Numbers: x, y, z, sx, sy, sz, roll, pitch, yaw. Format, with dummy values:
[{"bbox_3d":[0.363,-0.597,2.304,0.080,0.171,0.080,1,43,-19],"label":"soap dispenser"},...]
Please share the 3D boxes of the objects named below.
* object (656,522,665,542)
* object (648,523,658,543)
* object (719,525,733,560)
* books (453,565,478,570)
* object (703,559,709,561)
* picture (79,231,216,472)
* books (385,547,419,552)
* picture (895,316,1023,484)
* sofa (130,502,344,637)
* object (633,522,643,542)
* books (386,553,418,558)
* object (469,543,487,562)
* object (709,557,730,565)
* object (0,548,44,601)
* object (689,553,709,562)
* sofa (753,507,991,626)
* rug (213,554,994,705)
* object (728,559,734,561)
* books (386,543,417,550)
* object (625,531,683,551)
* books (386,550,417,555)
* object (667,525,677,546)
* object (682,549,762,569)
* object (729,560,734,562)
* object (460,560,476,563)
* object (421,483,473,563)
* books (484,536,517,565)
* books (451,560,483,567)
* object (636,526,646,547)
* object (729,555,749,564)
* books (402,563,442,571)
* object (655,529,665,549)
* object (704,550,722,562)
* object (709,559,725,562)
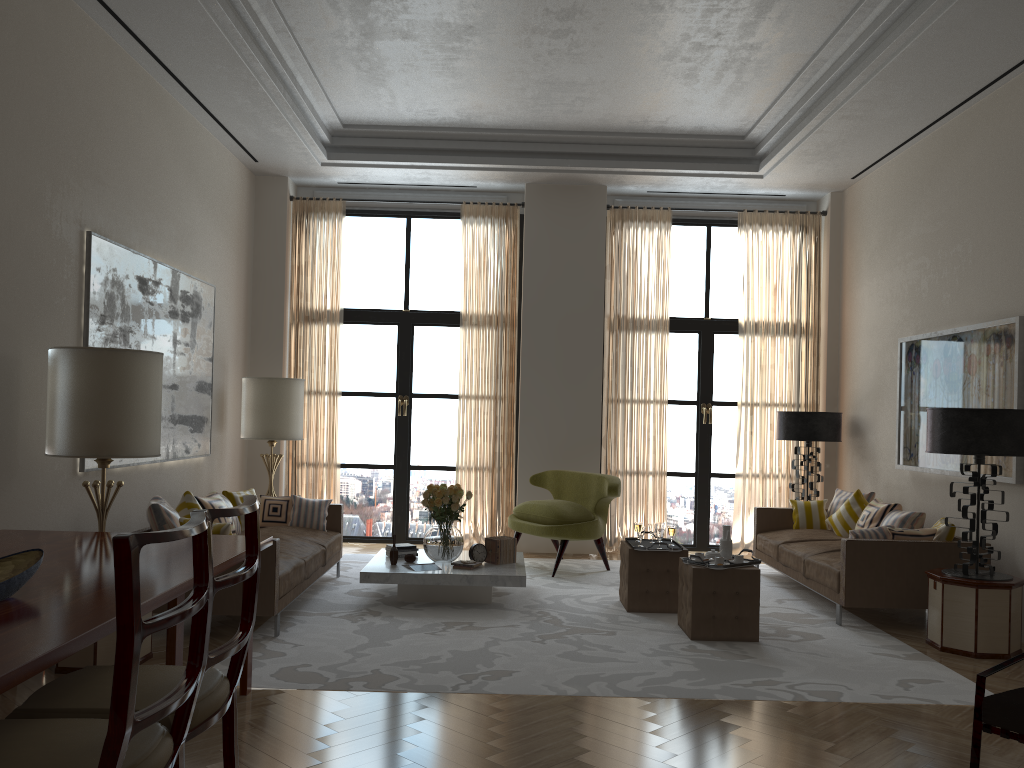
[{"bbox_3d":[1.511,1.513,9.054,0.098,0.191,0.098,2,-1,-43],"label":"object"},{"bbox_3d":[1.420,1.507,8.944,0.098,0.191,0.098,2,-1,-1],"label":"object"},{"bbox_3d":[1.917,1.420,7.947,0.113,0.305,0.125,1,-1,36],"label":"object"},{"bbox_3d":[-0.460,1.814,8.833,0.197,0.024,0.256,1,-2,17],"label":"books"},{"bbox_3d":[1.674,1.528,7.681,0.080,0.027,0.052,3,-3,-43],"label":"object"},{"bbox_3d":[-3.527,-0.212,8.864,0.045,1.998,3.063,1,-2,0],"label":"picture"},{"bbox_3d":[-1.168,1.750,9.397,0.281,0.024,0.230,3,-3,-35],"label":"books"},{"bbox_3d":[4.443,0.182,8.926,0.080,1.480,2.268,2,-2,-2],"label":"picture"},{"bbox_3d":[-2.569,1.702,8.604,1.351,0.819,2.981,2,-2,0],"label":"sofa"},{"bbox_3d":[1.281,1.506,9.015,0.098,0.191,0.098,2,-1,-18],"label":"object"},{"bbox_3d":[-1.169,1.804,9.395,0.281,0.035,0.207,3,-2,-33],"label":"books"},{"bbox_3d":[-0.345,1.734,9.070,0.205,0.209,0.082,3,-1,-39],"label":"object"},{"bbox_3d":[1.782,1.521,7.611,0.176,0.067,0.176,1,-2,1],"label":"object"},{"bbox_3d":[-2.293,0.827,3.601,0.331,0.164,1.084,1,-2,10],"label":"object"},{"bbox_3d":[1.638,1.510,7.735,0.176,0.067,0.176,2,-2,-25],"label":"object"},{"bbox_3d":[3.672,1.901,9.563,1.351,0.819,2.981,2,-2,0],"label":"sofa"},{"bbox_3d":[0.595,2.160,8.778,5.517,0.065,5.734,2,-2,0],"label":"rug"},{"bbox_3d":[1.944,1.556,7.855,0.053,0.025,0.049,3,-2,-34],"label":"object"},{"bbox_3d":[-1.174,1.722,9.389,0.260,0.030,0.207,3,-3,-33],"label":"books"},{"bbox_3d":[1.403,1.560,8.799,0.491,0.092,0.802,2,-2,0],"label":"object"},{"bbox_3d":[-1.171,1.774,9.384,0.262,0.024,0.207,3,-3,-37],"label":"books"},{"bbox_3d":[1.585,1.506,8.796,0.098,0.191,0.098,1,-1,25],"label":"object"},{"bbox_3d":[1.842,1.523,7.773,0.721,0.101,0.441,3,-3,-37],"label":"object"},{"bbox_3d":[1.968,1.558,7.828,0.041,0.015,0.187,0,-3,41],"label":"object"},{"bbox_3d":[-0.436,1.771,8.840,0.139,0.019,0.137,2,-2,-16],"label":"object"},{"bbox_3d":[-0.671,1.433,9.122,0.540,0.821,0.627,2,-1,-5],"label":"object"},{"bbox_3d":[-0.119,1.717,9.177,0.282,0.264,0.210,3,-2,-40],"label":"books"},{"bbox_3d":[-0.449,1.791,8.833,0.255,0.026,0.202,1,-2,25],"label":"books"},{"bbox_3d":[1.259,1.492,8.668,0.098,0.191,0.098,1,-1,25],"label":"object"},{"bbox_3d":[1.988,1.534,7.764,0.176,0.067,0.176,2,-2,-2],"label":"object"},{"bbox_3d":[-0.893,1.794,8.753,0.281,0.038,0.384,3,-2,-28],"label":"books"},{"bbox_3d":[1.419,1.491,8.514,0.098,0.191,0.098,2,-1,-1],"label":"object"},{"bbox_3d":[1.781,1.513,7.856,0.176,0.105,0.136,2,-2,-4],"label":"object"},{"bbox_3d":[1.797,1.534,7.710,0.186,0.026,0.041,1,-2,7],"label":"object"}]
